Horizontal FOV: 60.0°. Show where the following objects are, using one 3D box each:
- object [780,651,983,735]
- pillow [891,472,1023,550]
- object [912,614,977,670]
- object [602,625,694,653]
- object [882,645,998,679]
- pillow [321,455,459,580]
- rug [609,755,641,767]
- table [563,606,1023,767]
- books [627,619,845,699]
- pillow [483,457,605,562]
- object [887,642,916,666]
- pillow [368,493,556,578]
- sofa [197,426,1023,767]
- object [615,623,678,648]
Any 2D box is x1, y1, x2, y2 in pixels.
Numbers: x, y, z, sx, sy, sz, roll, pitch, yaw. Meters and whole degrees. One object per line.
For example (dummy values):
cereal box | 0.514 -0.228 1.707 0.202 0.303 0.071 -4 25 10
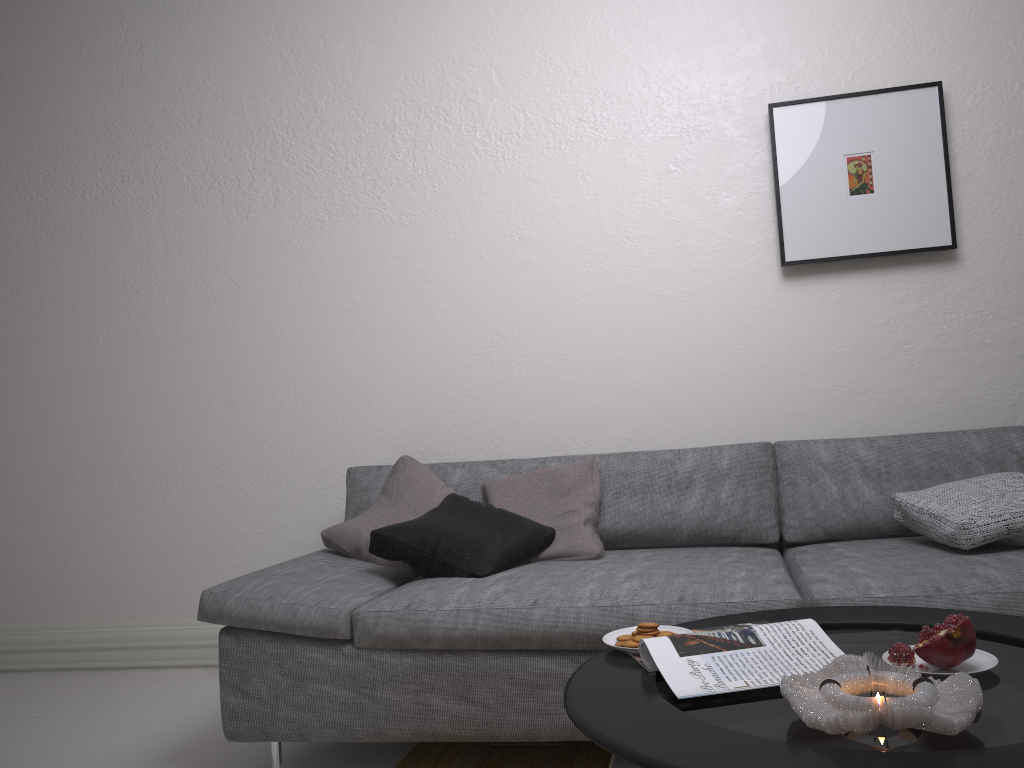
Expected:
object | 0.493 0.420 1.193 0.251 0.062 0.256 -5 -3 19
pillow | 1.311 0.348 2.406 0.405 0.194 0.405 -4 -3 -2
object | 0.680 0.403 1.389 0.113 0.082 0.087 -2 -3 -43
object | 0.249 0.467 1.615 0.168 0.015 0.167 -4 -3 -6
object | 0.672 0.439 1.394 0.171 0.015 0.164 -3 -3 -33
pillow | -0.340 0.458 2.865 0.470 0.448 0.358 -6 -3 32
rug | 1.863 0.771 1.064 3.679 0.008 1.966 -5 -3 11
table | 0.566 0.669 1.366 0.938 0.449 0.950 -5 -3 9
books | 0.369 0.441 1.516 0.307 0.048 0.370 -4 -3 -9
pillow | 0.086 0.406 2.801 0.419 0.318 0.340 -5 -3 11
object | 0.622 0.430 1.417 0.043 0.036 0.036 -5 -3 21
pillow | -0.139 0.472 2.624 0.394 0.268 0.428 -6 -3 32
sofa | 0.793 0.553 2.521 3.034 0.772 1.111 -5 -3 11
object | 0.246 0.455 1.617 0.121 0.036 0.118 -3 -3 -27
